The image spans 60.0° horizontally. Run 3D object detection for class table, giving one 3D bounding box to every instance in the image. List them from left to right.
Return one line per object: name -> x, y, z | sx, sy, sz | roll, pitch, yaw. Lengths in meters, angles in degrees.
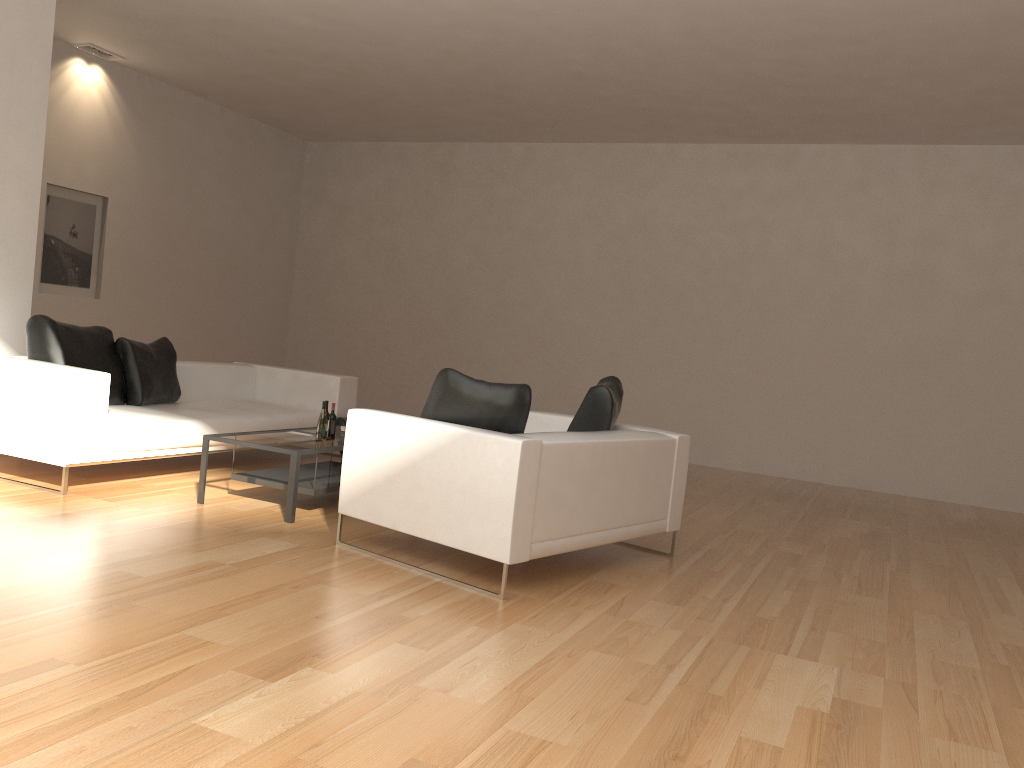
table -> -1.280, 0.582, 6.021 | 0.709, 0.460, 1.566 | 7, 3, 23

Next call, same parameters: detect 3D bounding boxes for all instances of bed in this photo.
bed -> -2.552, 0.230, 6.877 | 1.262, 0.761, 3.075 | 7, 3, 23

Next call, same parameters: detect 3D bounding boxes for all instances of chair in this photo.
chair -> 0.034, 0.579, 5.075 | 1.262, 0.761, 1.671 | 8, 3, 39

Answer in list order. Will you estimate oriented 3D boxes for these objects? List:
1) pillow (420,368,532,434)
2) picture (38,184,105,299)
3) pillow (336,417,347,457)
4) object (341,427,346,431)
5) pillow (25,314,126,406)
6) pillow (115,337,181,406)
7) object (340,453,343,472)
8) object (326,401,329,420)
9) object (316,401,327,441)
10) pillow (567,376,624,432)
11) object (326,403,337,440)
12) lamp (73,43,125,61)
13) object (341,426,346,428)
pillow -> -0.223, 0.226, 4.604 | 0.660, 0.598, 0.291 | 7, 3, 13
picture -> -4.675, -1.489, 9.395 | 0.005, 1.155, 0.802 | 7, 3, 23
pillow -> -1.335, 0.501, 7.865 | 0.340, 0.457, 0.503 | 8, 3, 42
object -> -1.199, 0.326, 6.359 | 0.052, 0.021, 0.052 | 6, 2, 1
pillow -> -2.995, -0.124, 6.126 | 0.346, 0.666, 0.755 | 6, 3, 9
pillow -> -2.757, -0.101, 6.731 | 0.270, 0.524, 0.628 | 6, 2, 7
object -> -1.155, 0.513, 6.185 | 0.065, 0.217, 0.065 | 6, 2, 6
object -> -1.257, 0.236, 5.967 | 0.057, 0.248, 0.057 | 8, 3, 41
object -> -1.233, 0.241, 5.776 | 0.067, 0.257, 0.068 | 8, 3, 42
pillow -> 0.476, 0.274, 5.344 | 0.324, 0.666, 0.506 | 7, 3, 14
object -> -1.194, 0.247, 5.882 | 0.059, 0.244, 0.059 | 7, 3, 24
lamp -> -4.284, -3.523, 9.218 | 0.243, 0.166, 0.446 | 7, 3, 23
object -> -1.220, 0.319, 6.452 | 0.052, 0.021, 0.052 | 6, 2, 1
